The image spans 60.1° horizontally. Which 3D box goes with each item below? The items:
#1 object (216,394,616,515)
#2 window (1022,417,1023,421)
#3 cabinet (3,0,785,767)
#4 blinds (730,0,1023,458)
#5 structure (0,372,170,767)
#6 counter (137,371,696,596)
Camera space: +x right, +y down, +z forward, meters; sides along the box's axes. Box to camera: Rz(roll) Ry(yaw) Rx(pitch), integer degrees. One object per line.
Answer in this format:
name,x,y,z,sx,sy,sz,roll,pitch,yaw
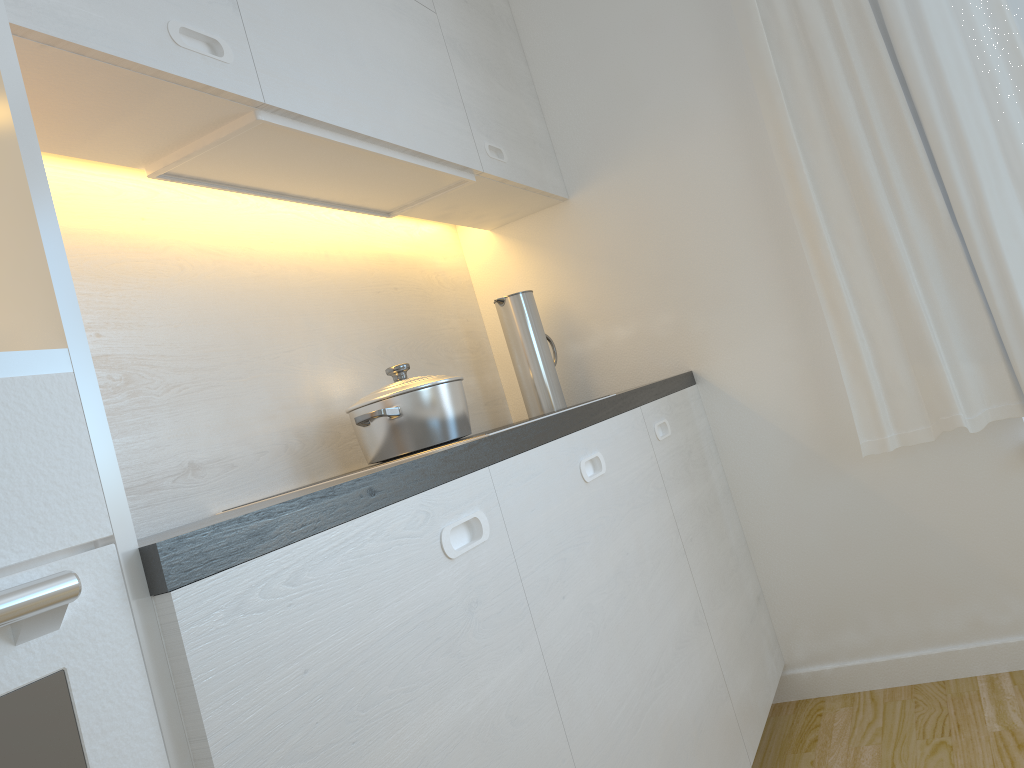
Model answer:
object,-0.146,0.130,1.749,0.558,0.013,0.656,-18,-2,24
window,2.250,-1.161,1.865,2.707,1.929,0.088,-18,-6,23
cabinet,-0.418,-0.129,1.201,0.477,2.313,3.210,-19,-4,24
blinds,0.946,-0.950,2.231,0.789,2.172,0.150,-19,-6,23
structure,-0.377,0.298,0.428,0.049,0.599,0.562,-19,-5,24
counter,-0.140,0.146,1.742,0.596,0.040,2.006,-18,-2,24
